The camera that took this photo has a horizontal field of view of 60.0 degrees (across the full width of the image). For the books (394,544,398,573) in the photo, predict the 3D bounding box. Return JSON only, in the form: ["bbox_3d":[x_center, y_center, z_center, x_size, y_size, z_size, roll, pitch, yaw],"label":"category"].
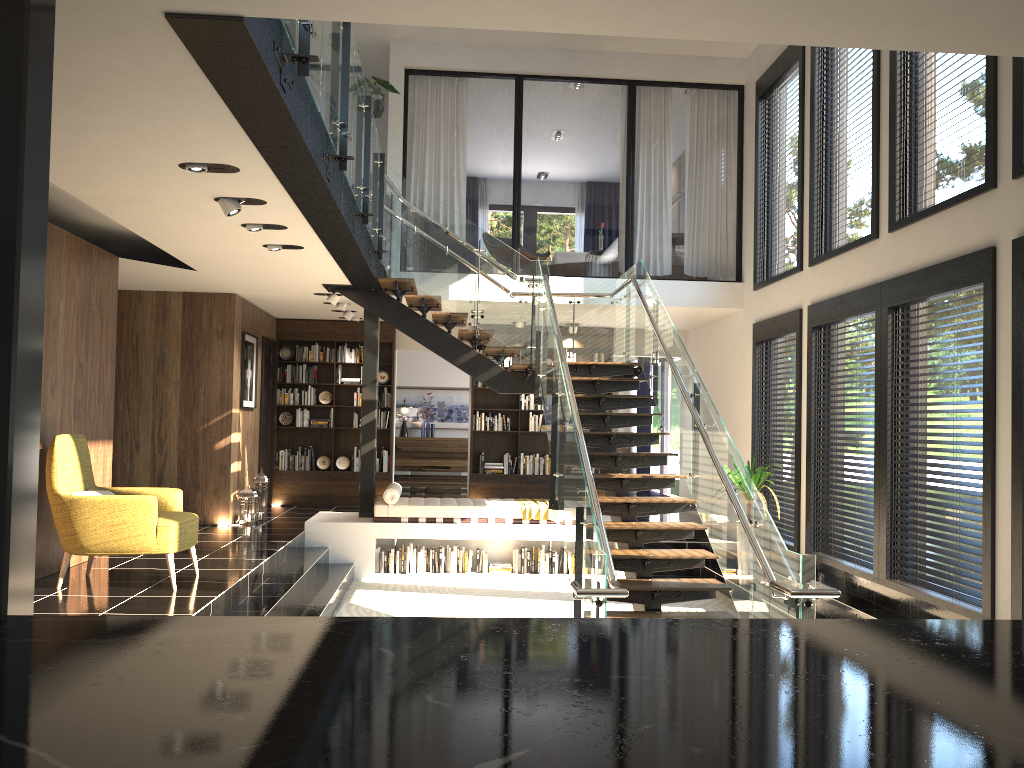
[{"bbox_3d":[-1.326,1.988,10.122,0.029,0.314,0.163,1,-2,-4],"label":"books"}]

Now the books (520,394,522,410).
[{"bbox_3d":[0.128,0.267,13.112,0.030,0.228,0.176,1,-2,-4],"label":"books"}]

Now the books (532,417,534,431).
[{"bbox_3d":[0.299,0.591,13.061,0.023,0.218,0.196,1,-2,-4],"label":"books"}]

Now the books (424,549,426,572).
[{"bbox_3d":[-1.000,2.033,10.219,0.026,0.246,0.149,1,-2,-4],"label":"books"}]

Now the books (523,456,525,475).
[{"bbox_3d":[0.173,1.198,13.056,0.030,0.262,0.173,1,-2,-4],"label":"books"}]

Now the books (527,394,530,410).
[{"bbox_3d":[0.241,0.269,13.097,0.027,0.228,0.208,1,-2,-4],"label":"books"}]

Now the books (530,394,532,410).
[{"bbox_3d":[0.267,0.264,13.107,0.027,0.239,0.153,1,-2,-4],"label":"books"}]

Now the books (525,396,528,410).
[{"bbox_3d":[0.214,0.284,13.102,0.024,0.197,0.175,1,-2,-4],"label":"books"}]

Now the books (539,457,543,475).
[{"bbox_3d":[0.427,1.208,13.076,0.034,0.254,0.194,1,-2,-4],"label":"books"}]

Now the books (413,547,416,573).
[{"bbox_3d":[-1.108,2.008,10.123,0.025,0.282,0.149,1,-2,-4],"label":"books"}]

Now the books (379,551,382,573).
[{"bbox_3d":[-1.492,2.025,10.085,0.024,0.229,0.171,1,-2,-4],"label":"books"}]

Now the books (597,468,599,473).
[{"bbox_3d":[1.264,1.239,13.143,0.022,0.234,0.178,1,-2,-4],"label":"books"}]

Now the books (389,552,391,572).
[{"bbox_3d":[-1.386,2.031,10.120,0.020,0.225,0.156,1,-2,-4],"label":"books"}]

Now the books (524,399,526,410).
[{"bbox_3d":[0.188,0.301,13.113,0.027,0.162,0.126,1,-2,-4],"label":"books"}]

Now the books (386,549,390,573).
[{"bbox_3d":[-1.411,2.015,10.125,0.030,0.256,0.145,1,-2,-4],"label":"books"}]

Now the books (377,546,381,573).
[{"bbox_3d":[-1.517,1.997,10.098,0.024,0.285,0.130,1,-2,-4],"label":"books"}]

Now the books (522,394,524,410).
[{"bbox_3d":[0.160,0.246,13.113,0.031,0.271,0.158,1,-2,-4],"label":"books"}]

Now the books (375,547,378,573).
[{"bbox_3d":[-1.542,2.005,10.112,0.025,0.270,0.156,1,-2,-4],"label":"books"}]

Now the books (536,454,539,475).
[{"bbox_3d":[0.371,1.182,13.079,0.032,0.305,0.155,1,-2,-4],"label":"books"}]

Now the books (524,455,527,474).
[{"bbox_3d":[0.199,1.194,13.076,0.025,0.274,0.150,1,-2,-4],"label":"books"}]

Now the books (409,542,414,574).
[{"bbox_3d":[-1.146,1.980,10.121,0.051,0.338,0.188,1,-2,-4],"label":"books"}]

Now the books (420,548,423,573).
[{"bbox_3d":[-1.037,2.017,10.148,0.021,0.270,0.148,1,-2,-4],"label":"books"}]

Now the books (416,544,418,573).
[{"bbox_3d":[-1.086,1.994,10.134,0.021,0.313,0.139,1,-2,-4],"label":"books"}]

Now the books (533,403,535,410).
[{"bbox_3d":[0.319,0.285,13.126,0.026,0.201,0.146,1,-2,-4],"label":"books"}]

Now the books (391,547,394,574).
[{"bbox_3d":[-1.356,2.007,10.092,0.035,0.273,0.200,1,-2,-4],"label":"books"}]

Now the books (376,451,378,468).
[{"bbox_3d":[-1.977,1.129,12.942,0.011,0.300,0.154,1,-2,-4],"label":"books"}]

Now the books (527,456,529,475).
[{"bbox_3d":[0.228,1.193,13.052,0.030,0.276,0.160,1,-2,-4],"label":"books"}]

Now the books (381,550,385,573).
[{"bbox_3d":[-1.467,2.020,10.090,0.027,0.241,0.150,1,-2,-4],"label":"books"}]

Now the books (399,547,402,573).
[{"bbox_3d":[-1.271,2.006,10.122,0.028,0.279,0.120,1,-2,-4],"label":"books"}]

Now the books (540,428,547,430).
[{"bbox_3d":[0.551,0.669,13.113,0.275,0.025,0.156,2,-3,-8],"label":"books"}]

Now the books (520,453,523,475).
[{"bbox_3d":[0.142,1.172,13.044,0.035,0.312,0.160,1,-2,-4],"label":"books"}]

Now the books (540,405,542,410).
[{"bbox_3d":[0.421,0.300,13.126,0.021,0.176,0.161,1,-2,-4],"label":"books"}]

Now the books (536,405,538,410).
[{"bbox_3d":[0.369,0.264,13.114,0.030,0.244,0.142,1,-2,-4],"label":"books"}]

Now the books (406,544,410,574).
[{"bbox_3d":[-1.183,1.992,10.098,0.028,0.309,0.211,1,-2,-4],"label":"books"}]

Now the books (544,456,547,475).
[{"bbox_3d":[0.487,1.197,13.077,0.028,0.280,0.155,1,-2,-4],"label":"books"}]

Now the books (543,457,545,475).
[{"bbox_3d":[0.458,1.212,13.081,0.029,0.250,0.142,1,-2,-4],"label":"books"}]

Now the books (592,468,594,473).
[{"bbox_3d":[1.190,1.191,13.130,0.030,0.325,0.195,1,-2,-4],"label":"books"}]

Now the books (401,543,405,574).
[{"bbox_3d":[-1.240,1.984,10.096,0.030,0.322,0.203,1,-2,-4],"label":"books"}]

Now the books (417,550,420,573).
[{"bbox_3d":[-1.062,2.031,10.133,0.029,0.240,0.165,1,-2,-4],"label":"books"}]

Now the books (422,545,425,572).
[{"bbox_3d":[-1.018,2.006,10.173,0.020,0.295,0.102,1,-2,-4],"label":"books"}]

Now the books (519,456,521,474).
[{"bbox_3d":[0.109,1.198,13.075,0.026,0.263,0.156,1,-2,-4],"label":"books"}]

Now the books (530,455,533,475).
[{"bbox_3d":[0.282,1.193,13.078,0.031,0.280,0.141,1,-2,-4],"label":"books"}]

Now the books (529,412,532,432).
[{"bbox_3d":[0.270,0.559,13.096,0.030,0.284,0.176,1,-2,-4],"label":"books"}]

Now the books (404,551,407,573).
[{"bbox_3d":[-1.214,2.029,10.120,0.029,0.237,0.147,1,-2,-4],"label":"books"}]

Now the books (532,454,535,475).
[{"bbox_3d":[0.314,1.185,13.080,0.032,0.298,0.169,1,-2,-4],"label":"books"}]

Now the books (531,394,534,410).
[{"bbox_3d":[0.295,0.255,13.104,0.028,0.258,0.208,1,-2,-4],"label":"books"}]

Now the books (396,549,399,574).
[{"bbox_3d":[-1.296,2.017,10.087,0.027,0.254,0.204,1,-2,-4],"label":"books"}]

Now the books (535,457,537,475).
[{"bbox_3d":[0.344,1.206,13.057,0.025,0.255,0.202,1,-2,-4],"label":"books"}]

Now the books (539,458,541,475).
[{"bbox_3d":[0.399,1.212,13.067,0.023,0.246,0.149,1,-2,-4],"label":"books"}]

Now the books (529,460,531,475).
[{"bbox_3d":[0.254,1.224,13.065,0.025,0.214,0.170,1,-2,-4],"label":"books"}]

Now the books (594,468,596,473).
[{"bbox_3d":[1.218,1.199,13.134,0.027,0.311,0.149,1,-2,-4],"label":"books"}]

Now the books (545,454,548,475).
[{"bbox_3d":[0.513,1.191,13.085,0.025,0.294,0.177,1,-2,-4],"label":"books"}]

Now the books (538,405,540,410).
[{"bbox_3d":[0.399,0.271,13.104,0.028,0.231,0.167,1,-2,-4],"label":"books"}]

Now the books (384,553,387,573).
[{"bbox_3d":[-1.441,2.037,10.119,0.029,0.211,0.130,1,-2,-4],"label":"books"}]

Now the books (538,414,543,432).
[{"bbox_3d":[0.408,0.573,13.108,0.067,0.261,0.159,1,-2,-4],"label":"books"}]

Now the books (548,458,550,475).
[{"bbox_3d":[0.539,1.213,13.073,0.028,0.250,0.162,1,-2,-4],"label":"books"}]
